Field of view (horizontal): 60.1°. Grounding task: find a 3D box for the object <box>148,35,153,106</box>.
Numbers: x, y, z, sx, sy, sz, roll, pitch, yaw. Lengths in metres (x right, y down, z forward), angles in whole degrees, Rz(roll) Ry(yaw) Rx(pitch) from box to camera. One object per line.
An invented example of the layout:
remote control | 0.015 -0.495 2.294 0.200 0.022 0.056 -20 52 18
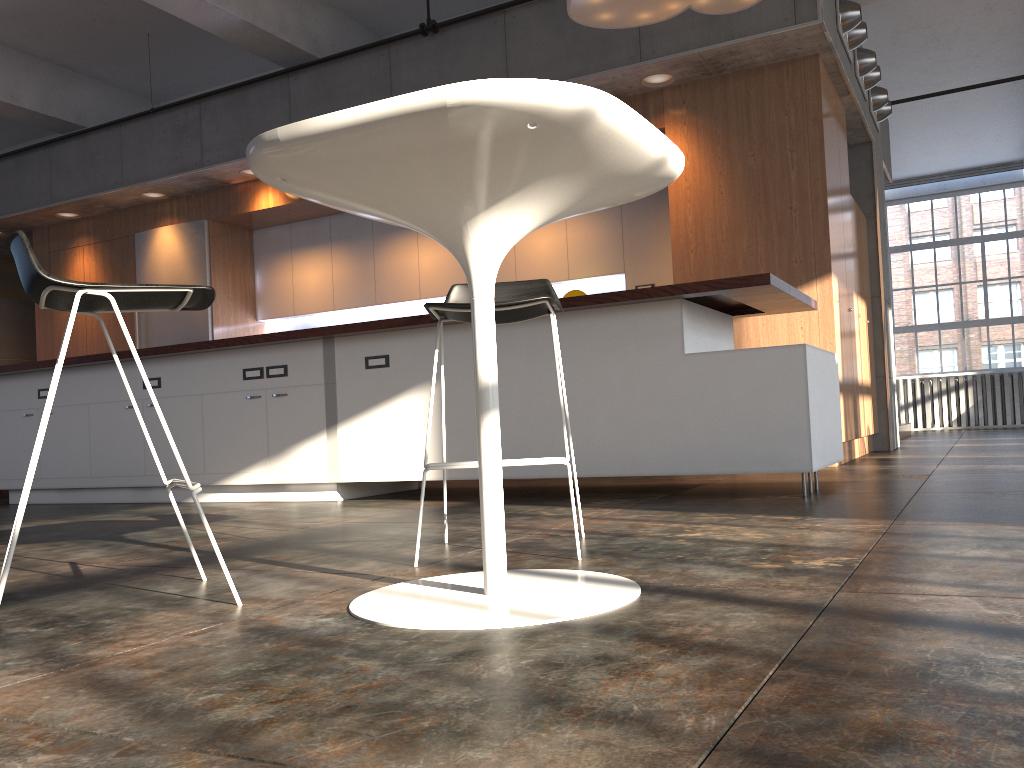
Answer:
object | -0.591 -0.361 7.588 0.052 0.053 0.063 -2 -2 -25

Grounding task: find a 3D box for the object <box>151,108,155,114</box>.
object | -0.536 -0.359 7.601 0.061 0.053 0.053 -4 -3 34

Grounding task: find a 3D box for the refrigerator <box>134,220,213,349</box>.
refrigerator | -3.187 -0.404 8.476 0.941 2.189 0.223 -4 -2 24

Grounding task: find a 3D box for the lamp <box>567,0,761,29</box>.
lamp | 0.857 -2.168 4.733 1.092 0.130 0.997 -2 -3 -16

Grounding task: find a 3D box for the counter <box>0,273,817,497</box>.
counter | -1.529 0.245 5.706 6.546 0.970 1.162 -4 -3 27

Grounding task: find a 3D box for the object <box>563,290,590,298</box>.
object | 0.520 -0.550 6.971 0.270 0.381 0.101 -4 -2 27

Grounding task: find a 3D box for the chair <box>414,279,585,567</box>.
chair | -0.035 0.114 2.629 0.462 0.895 0.507 -3 -2 5

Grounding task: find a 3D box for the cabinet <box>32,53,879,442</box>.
cabinet | -0.908 -0.609 8.625 7.973 2.561 2.420 -4 -2 27

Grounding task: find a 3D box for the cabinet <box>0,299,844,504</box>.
cabinet | -0.996 0.234 5.425 5.555 0.929 0.938 -4 -3 27

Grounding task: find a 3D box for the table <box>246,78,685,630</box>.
table | -0.056 -0.009 1.928 0.815 0.951 0.842 -4 -2 28
